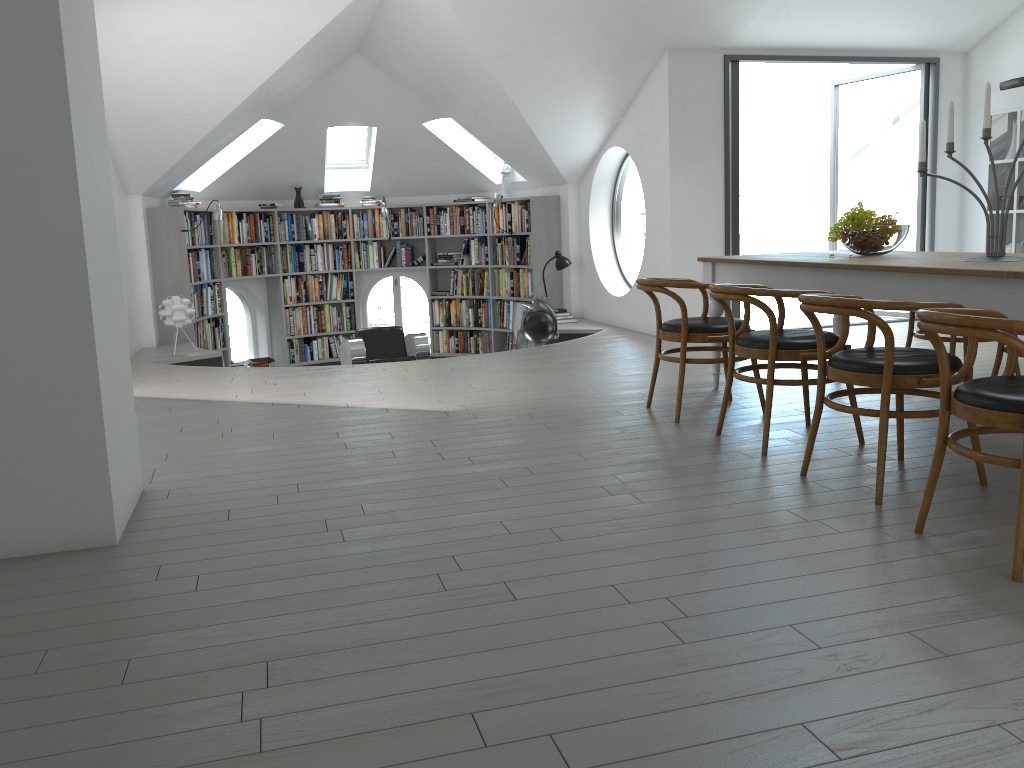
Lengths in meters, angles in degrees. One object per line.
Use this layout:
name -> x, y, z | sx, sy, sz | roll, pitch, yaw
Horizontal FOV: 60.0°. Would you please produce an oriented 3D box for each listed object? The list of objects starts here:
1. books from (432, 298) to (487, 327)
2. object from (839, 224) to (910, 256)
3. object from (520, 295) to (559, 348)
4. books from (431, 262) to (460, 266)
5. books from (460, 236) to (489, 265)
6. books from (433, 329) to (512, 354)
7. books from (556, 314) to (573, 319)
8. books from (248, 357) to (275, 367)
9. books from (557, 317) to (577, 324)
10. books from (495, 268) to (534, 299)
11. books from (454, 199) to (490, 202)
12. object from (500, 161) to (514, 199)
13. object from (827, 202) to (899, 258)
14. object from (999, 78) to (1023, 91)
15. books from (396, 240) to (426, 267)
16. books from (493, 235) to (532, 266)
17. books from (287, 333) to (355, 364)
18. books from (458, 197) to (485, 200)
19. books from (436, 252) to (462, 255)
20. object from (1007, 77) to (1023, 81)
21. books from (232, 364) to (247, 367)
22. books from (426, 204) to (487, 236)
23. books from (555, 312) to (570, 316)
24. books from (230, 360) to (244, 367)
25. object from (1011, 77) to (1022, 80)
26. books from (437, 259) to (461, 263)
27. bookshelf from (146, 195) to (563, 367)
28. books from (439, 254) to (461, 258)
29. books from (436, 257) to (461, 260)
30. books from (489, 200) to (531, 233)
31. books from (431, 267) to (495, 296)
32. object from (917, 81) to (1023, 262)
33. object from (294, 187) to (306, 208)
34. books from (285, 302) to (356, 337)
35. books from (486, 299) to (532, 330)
books -> -0.603, -0.910, 11.203 | 0.872, 0.349, 0.273 | 2, 10, 26
object -> 1.894, -0.753, 4.661 | 0.361, 0.159, 0.361 | -9, 12, -34
object -> 0.259, -0.567, 8.411 | 0.321, 0.560, 0.321 | -10, 12, -42
books -> -0.768, -1.530, 11.245 | 0.388, 0.042, 0.367 | 2, 11, 24
books -> -0.376, -1.653, 10.980 | 0.553, 0.349, 0.256 | 3, 11, 31
books -> -0.367, -0.528, 11.077 | 1.498, 0.310, 0.361 | 5, 12, 36
books -> 0.467, -0.728, 9.569 | 0.286, 0.034, 0.305 | -7, 11, -25
books -> -3.033, -0.255, 10.728 | 0.318, 0.099, 0.293 | -5, 10, -13
books -> 0.468, -0.692, 9.574 | 0.366, 0.042, 0.389 | -5, 10, -15
books -> 0.143, -1.195, 10.468 | 0.276, 0.346, 1.023 | -7, 11, -30
books -> -0.494, -2.271, 10.987 | 0.336, 0.036, 0.317 | 5, 12, 37
object -> -0.069, -2.423, 10.494 | 0.179, 0.470, 0.180 | -3, 9, -6
object -> 1.864, -0.815, 4.659 | 0.293, 0.283, 0.395 | 5, 12, 38
object -> 4.257, -2.460, 7.365 | 0.299, 0.119, 0.300 | -5, 10, -15
books -> -1.256, -1.667, 11.288 | 0.399, 0.339, 0.225 | -2, 9, 5
books -> 0.119, -1.574, 10.415 | 0.280, 0.356, 1.055 | -7, 11, -29
books -> -2.429, -0.466, 11.209 | 1.020, 0.305, 0.288 | -8, 11, -30
books -> -0.495, -2.299, 10.983 | 0.234, 0.027, 0.248 | -11, 13, -42
books -> -0.773, -1.655, 11.227 | 0.270, 0.031, 0.286 | -9, 12, -35
object -> 4.257, -2.470, 7.363 | 0.238, 0.119, 0.239 | -5, 10, -15
books -> -3.309, -0.207, 10.474 | 0.270, 0.031, 0.286 | -10, 13, -38
books -> -0.631, -2.044, 11.033 | 0.970, 0.366, 0.307 | 3, 10, 28
books -> 0.466, -0.760, 9.564 | 0.269, 0.031, 0.287 | -3, 10, -5
books -> -3.310, -0.238, 10.469 | 0.214, 0.036, 0.227 | -10, 13, -38
object -> 4.257, -2.479, 7.362 | 0.170, 0.119, 0.171 | -5, 10, -15
books -> -0.769, -1.563, 11.241 | 0.286, 0.031, 0.270 | 1, 11, 19
bookshelf -> -1.791, -1.167, 10.495 | 4.335, 1.872, 2.117 | -5, 10, -15
books -> -0.772, -1.624, 11.232 | 0.227, 0.036, 0.214 | 5, 12, 34
books -> -0.771, -1.593, 11.236 | 0.286, 0.031, 0.270 | 5, 12, 34
books -> 0.099, -1.954, 10.370 | 0.293, 0.360, 1.016 | -8, 11, -32
books -> -0.547, -1.281, 11.101 | 0.974, 0.351, 0.252 | 3, 10, 27
object -> 2.096, -0.948, 3.666 | 0.266, 0.871, 0.776 | -10, 12, -41
object -> -2.605, -2.283, 10.878 | 0.147, 0.264, 0.202 | -5, 9, -18
books -> -2.431, -0.826, 11.169 | 1.033, 0.356, 0.293 | -8, 11, -30
books -> 0.109, -0.826, 10.573 | 0.304, 0.357, 1.187 | -8, 11, -34
